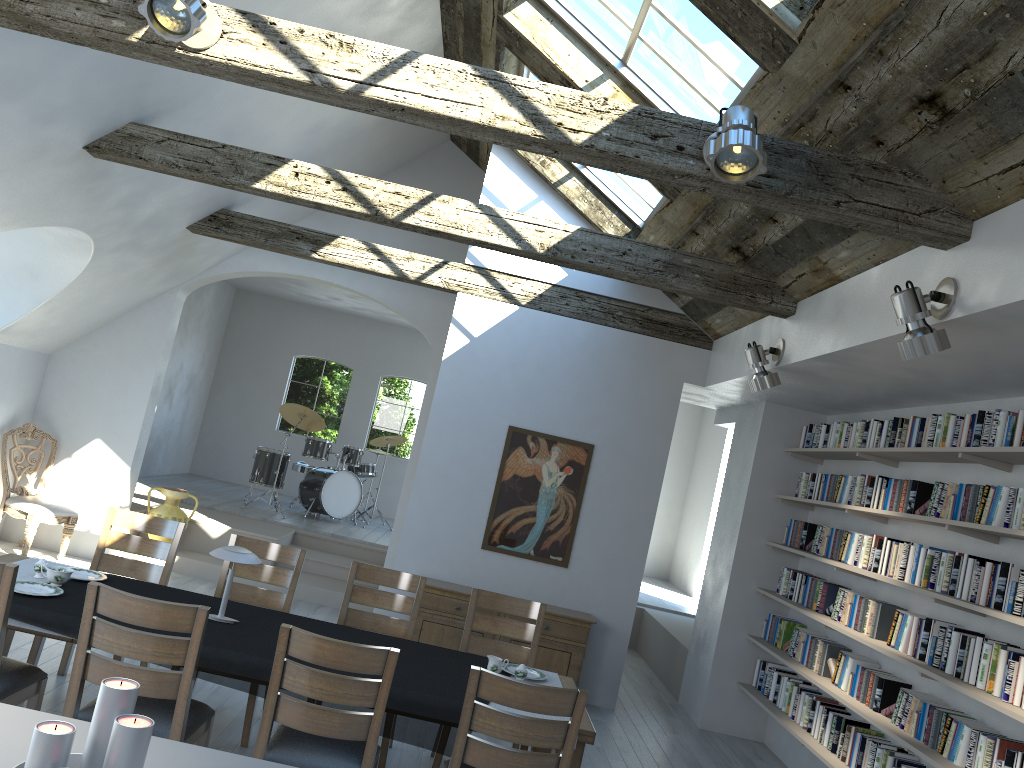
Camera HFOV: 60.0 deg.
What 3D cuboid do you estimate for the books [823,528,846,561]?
[{"bbox_3d":[2.407,1.174,6.421,0.209,0.220,0.278,13,-5,-3],"label":"books"}]

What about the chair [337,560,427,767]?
[{"bbox_3d":[-0.840,1.590,5.086,0.514,1.006,0.605,13,-5,-1],"label":"chair"}]

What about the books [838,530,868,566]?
[{"bbox_3d":[2.417,1.152,6.152,0.189,0.228,0.249,13,-5,-1],"label":"books"}]

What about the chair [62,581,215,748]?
[{"bbox_3d":[-1.505,1.313,3.601,0.514,1.006,0.605,13,-5,-1],"label":"chair"}]

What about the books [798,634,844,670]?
[{"bbox_3d":[2.228,1.951,6.419,0.209,0.220,0.278,13,-5,-3],"label":"books"}]

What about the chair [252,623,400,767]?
[{"bbox_3d":[-0.779,1.480,3.619,0.514,1.006,0.605,13,-5,-1],"label":"chair"}]

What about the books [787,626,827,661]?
[{"bbox_3d":[2.216,1.968,6.663,0.189,0.228,0.249,13,-5,-1],"label":"books"}]

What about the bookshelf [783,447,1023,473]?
[{"bbox_3d":[2.612,0.322,3.612,0.315,0.070,7.825,13,-5,-1],"label":"bookshelf"}]

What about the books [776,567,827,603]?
[{"bbox_3d":[2.292,1.610,7.049,0.214,0.220,0.490,13,-5,-1],"label":"books"}]

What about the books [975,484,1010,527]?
[{"bbox_3d":[2.569,0.654,4.602,0.189,0.228,0.249,13,-5,-1],"label":"books"}]

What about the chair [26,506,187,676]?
[{"bbox_3d":[-2.292,1.256,5.051,0.514,1.006,0.605,13,-5,-1],"label":"chair"}]

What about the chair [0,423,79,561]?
[{"bbox_3d":[-4.320,0.977,8.074,0.655,1.159,0.552,11,-5,24],"label":"chair"}]

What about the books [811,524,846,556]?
[{"bbox_3d":[2.395,1.190,6.665,0.189,0.228,0.249,13,-5,-1],"label":"books"}]

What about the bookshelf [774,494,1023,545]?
[{"bbox_3d":[2.524,0.706,3.580,0.315,0.070,7.825,13,-5,-1],"label":"bookshelf"}]

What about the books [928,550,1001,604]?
[{"bbox_3d":[2.482,1.047,4.783,0.242,0.237,0.494,13,-5,-1],"label":"books"}]

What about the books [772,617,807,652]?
[{"bbox_3d":[2.204,1.989,6.949,0.189,0.224,0.345,13,-5,-1],"label":"books"}]

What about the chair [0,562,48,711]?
[{"bbox_3d":[-2.231,1.146,3.583,0.514,1.006,0.605,13,-5,-1],"label":"chair"}]

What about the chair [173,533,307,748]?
[{"bbox_3d":[-1.566,1.423,5.069,0.514,1.006,0.605,13,-5,-1],"label":"chair"}]

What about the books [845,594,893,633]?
[{"bbox_3d":[2.343,1.518,5.814,0.209,0.220,0.278,13,-5,-3],"label":"books"}]

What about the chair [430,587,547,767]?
[{"bbox_3d":[-0.114,1.757,5.104,0.514,1.006,0.605,13,-5,-1],"label":"chair"}]

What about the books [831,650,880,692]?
[{"bbox_3d":[2.253,1.900,5.827,0.189,0.228,0.249,13,-5,-1],"label":"books"}]

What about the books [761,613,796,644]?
[{"bbox_3d":[2.193,2.014,7.254,0.209,0.220,0.278,13,-5,-3],"label":"books"}]

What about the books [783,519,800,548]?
[{"bbox_3d":[2.372,1.237,7.256,0.209,0.220,0.278,13,-5,-3],"label":"books"}]

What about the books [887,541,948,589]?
[{"bbox_3d":[2.461,1.084,5.278,0.242,0.237,0.494,13,-5,-1],"label":"books"}]

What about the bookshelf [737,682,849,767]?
[{"bbox_3d":[2.174,2.243,3.450,0.315,0.070,7.825,13,-5,-1],"label":"bookshelf"}]

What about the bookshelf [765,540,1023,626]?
[{"bbox_3d":[2.437,1.090,3.548,0.315,0.070,7.825,13,-5,-1],"label":"bookshelf"}]

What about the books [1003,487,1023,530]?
[{"bbox_3d":[2.614,0.585,3.729,0.242,0.237,1.489,13,-5,-1],"label":"books"}]

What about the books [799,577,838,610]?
[{"bbox_3d":[2.308,1.580,6.650,0.209,0.220,0.278,13,-5,-3],"label":"books"}]

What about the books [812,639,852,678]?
[{"bbox_3d":[2.239,1.929,6.114,0.189,0.229,0.343,13,-5,-1],"label":"books"}]

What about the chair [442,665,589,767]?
[{"bbox_3d":[-0.053,1.647,3.637,0.514,1.006,0.605,13,-5,-1],"label":"chair"}]

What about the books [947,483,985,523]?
[{"bbox_3d":[2.560,0.676,4.871,0.209,0.220,0.278,13,-5,-3],"label":"books"}]

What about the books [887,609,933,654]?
[{"bbox_3d":[2.366,1.472,5.223,0.189,0.228,0.249,13,-5,-1],"label":"books"}]

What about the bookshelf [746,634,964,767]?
[{"bbox_3d":[2.262,1.859,3.483,0.315,0.070,7.825,13,-5,-1],"label":"bookshelf"}]

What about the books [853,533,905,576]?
[{"bbox_3d":[2.436,1.120,5.777,0.214,0.237,0.490,13,-5,-1],"label":"books"}]

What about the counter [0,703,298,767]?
[{"bbox_3d":[-0.969,1.351,1.837,1.029,0.879,1.029,13,-5,-1],"label":"counter"}]

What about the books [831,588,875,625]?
[{"bbox_3d":[2.331,1.534,6.058,0.189,0.228,0.249,13,-5,-1],"label":"books"}]

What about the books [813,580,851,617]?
[{"bbox_3d":[2.319,1.558,6.339,0.189,0.224,0.345,13,-5,-1],"label":"books"}]

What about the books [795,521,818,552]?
[{"bbox_3d":[2.383,1.214,6.946,0.189,0.224,0.345,13,-5,-1],"label":"books"}]

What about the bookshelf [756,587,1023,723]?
[{"bbox_3d":[2.349,1.474,3.515,0.315,0.070,7.825,13,-5,-1],"label":"bookshelf"}]
